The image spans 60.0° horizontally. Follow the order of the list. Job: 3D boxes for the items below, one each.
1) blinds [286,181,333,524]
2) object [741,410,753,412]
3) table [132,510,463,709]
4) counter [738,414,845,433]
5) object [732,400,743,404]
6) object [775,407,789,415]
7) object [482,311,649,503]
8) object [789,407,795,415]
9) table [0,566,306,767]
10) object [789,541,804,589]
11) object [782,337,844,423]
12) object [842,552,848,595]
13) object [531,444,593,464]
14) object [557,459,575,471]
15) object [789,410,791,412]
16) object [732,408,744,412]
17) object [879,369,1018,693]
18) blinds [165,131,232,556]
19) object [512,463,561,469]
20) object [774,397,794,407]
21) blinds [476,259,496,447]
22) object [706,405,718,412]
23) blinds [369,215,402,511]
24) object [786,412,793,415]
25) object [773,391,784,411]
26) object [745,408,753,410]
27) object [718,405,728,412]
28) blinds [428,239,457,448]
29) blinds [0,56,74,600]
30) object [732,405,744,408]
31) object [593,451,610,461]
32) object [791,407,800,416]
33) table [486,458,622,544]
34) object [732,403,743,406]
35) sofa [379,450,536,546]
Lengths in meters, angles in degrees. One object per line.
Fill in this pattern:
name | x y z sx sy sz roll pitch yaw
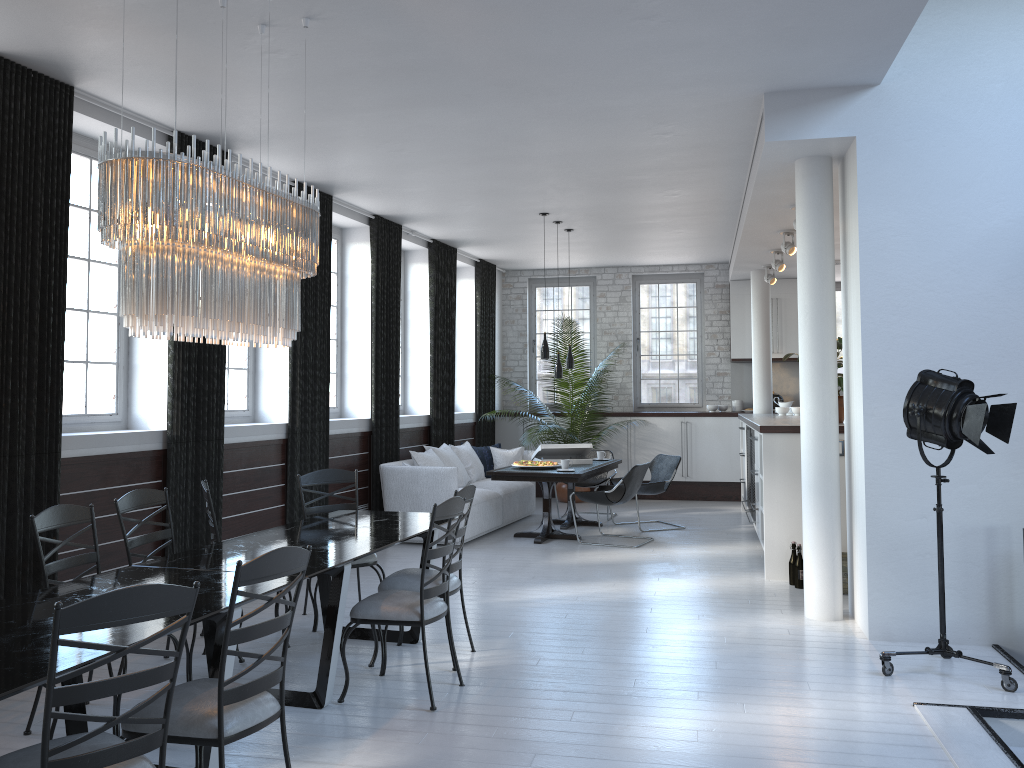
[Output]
blinds | -1.802 -0.095 7.890 0.102 3.320 0.622 -1 -3 18
object | 3.237 0.369 11.980 0.261 0.028 0.261 0 -1 0
table | -0.988 1.164 4.758 0.891 0.698 1.994 -1 -1 17
counter | 3.091 0.373 8.864 1.446 0.061 4.195 0 -1 12
object | 3.142 0.262 12.337 0.153 0.075 0.153 0 -1 -21
object | 3.079 0.311 10.082 0.156 0.093 0.156 -1 -1 12
object | 0.594 0.316 12.045 2.399 2.627 1.920 1 -2 -30
object | 3.260 0.311 10.147 0.156 0.093 0.156 0 -1 -2
table | -1.565 1.143 2.844 0.891 0.698 1.994 -1 -1 17
object | 2.332 1.358 6.586 0.555 0.325 0.289 -1 -2 39
object | 2.630 -0.119 7.415 0.437 0.892 0.774 1 -2 -20
object | 2.451 1.395 6.557 0.455 0.248 0.389 -1 -1 18
object | 0.548 0.755 9.745 0.591 0.216 0.587 0 -1 -9
object | 0.527 0.802 8.716 0.176 0.097 0.301 0 -1 2
object | 3.306 0.326 10.398 0.235 0.041 0.235 0 -1 11
object | 3.147 0.360 12.332 0.153 0.055 0.153 0 -1 -35
object | 2.277 0.709 4.534 0.610 1.581 0.544 2 -3 -34
blinds | -2.271 -0.111 6.423 0.088 3.320 0.622 -1 -3 18
object | 0.261 0.838 9.022 0.532 0.042 0.531 0 -1 9
object | 3.293 0.244 10.731 0.269 0.173 0.130 -1 -2 41
blinds | -0.360 -0.047 12.325 0.102 3.320 0.622 -1 -3 18
object | 2.760 0.341 12.200 0.156 0.093 0.156 0 -1 11
blinds | -1.318 -0.080 9.323 0.099 3.320 0.622 -1 -3 18
object | 3.307 0.344 10.397 0.235 0.041 0.235 0 -1 8
object | 3.519 0.238 12.156 0.414 0.291 0.278 -1 -2 12
object | 3.231 0.353 11.986 0.136 0.044 0.138 0 -1 -26
object | 2.916 0.341 12.262 0.156 0.093 0.156 0 -1 -7
blinds | -0.828 -0.064 10.819 0.111 3.320 0.738 -1 -3 18
blinds | -2.735 -0.127 4.955 0.111 3.320 0.604 -1 -3 18
object | 3.144 0.325 12.332 0.154 0.074 0.152 -1 -1 15
object | 1.006 0.815 10.054 0.204 0.098 0.175 -1 -1 17
object | 3.222 0.309 9.974 0.156 0.093 0.156 -1 -1 27
table | 0.507 1.211 9.412 0.959 0.704 1.915 -1 -1 19
object | 3.143 0.295 12.333 0.153 0.063 0.153 -1 -1 41
sofa | -0.522 1.185 9.723 0.920 0.772 2.653 -1 -1 19
